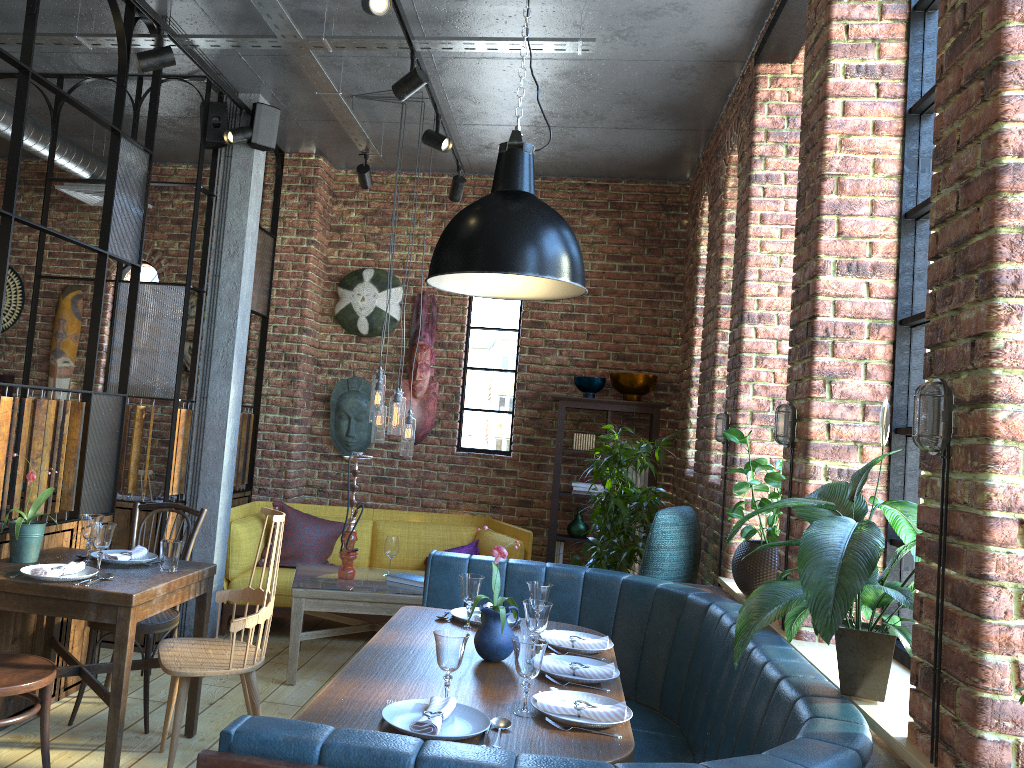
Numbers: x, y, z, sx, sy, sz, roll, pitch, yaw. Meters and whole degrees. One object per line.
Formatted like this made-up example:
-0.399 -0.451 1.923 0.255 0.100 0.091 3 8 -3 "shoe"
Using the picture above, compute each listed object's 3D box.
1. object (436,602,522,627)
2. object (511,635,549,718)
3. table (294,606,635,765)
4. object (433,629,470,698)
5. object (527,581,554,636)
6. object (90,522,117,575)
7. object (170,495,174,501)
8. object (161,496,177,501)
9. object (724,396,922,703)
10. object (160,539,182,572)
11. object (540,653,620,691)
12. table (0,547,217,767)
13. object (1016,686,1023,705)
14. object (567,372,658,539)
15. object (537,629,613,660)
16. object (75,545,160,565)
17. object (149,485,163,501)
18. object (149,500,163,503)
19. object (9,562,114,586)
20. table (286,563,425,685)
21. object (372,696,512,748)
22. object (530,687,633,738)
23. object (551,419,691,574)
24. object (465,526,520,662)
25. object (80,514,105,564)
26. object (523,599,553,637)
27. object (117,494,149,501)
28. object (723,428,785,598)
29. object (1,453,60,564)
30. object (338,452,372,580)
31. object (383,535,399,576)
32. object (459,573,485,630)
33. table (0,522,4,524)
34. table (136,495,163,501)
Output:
-0.122 0.890 3.409 0.331 0.051 0.264 4 -3 10 "object"
0.040 0.773 2.327 0.103 0.192 0.094 2 -5 36 "object"
-0.101 1.214 2.749 0.833 0.662 1.519 4 -3 5 "table"
-0.168 0.756 2.333 0.103 0.192 0.094 2 -5 36 "object"
0.096 0.825 3.215 0.103 0.192 0.094 2 -5 36 "object"
-1.582 0.634 3.390 0.094 0.192 0.103 7 -5 -36 "object"
-2.233 0.711 5.798 0.102 0.192 0.094 2 -4 27 "object"
-2.319 0.793 6.127 0.331 0.051 0.264 4 -3 10 "object"
0.871 0.388 2.249 0.615 0.752 0.724 4 -4 5 "object"
-1.383 0.695 3.564 0.084 0.120 0.084 5 -4 -4 "object"
0.201 0.881 2.763 0.274 0.051 0.319 4 -3 9 "object"
-1.699 1.091 3.479 0.760 0.728 0.740 4 -4 6 "table"
0.888 0.472 1.109 0.437 0.483 0.442 2 -4 28 "object"
0.643 0.802 6.104 0.612 1.763 0.325 4 -4 2 "object"
0.223 0.902 3.128 0.274 0.051 0.319 4 -3 9 "object"
-1.647 0.717 3.710 0.331 0.051 0.264 4 -3 10 "object"
-2.397 0.740 5.924 0.088 0.120 0.080 1 -5 38 "object"
-2.299 0.769 5.664 0.331 0.051 0.264 4 -3 10 "object"
-1.662 0.692 3.269 0.331 0.051 0.264 4 -3 10 "object"
-0.778 1.356 4.964 0.925 0.509 0.758 5 -3 -8 "table"
-0.169 0.819 2.166 0.331 0.051 0.264 4 -3 10 "object"
0.186 0.858 2.365 0.274 0.051 0.319 4 -3 9 "object"
0.636 0.974 5.245 0.710 1.530 0.877 5 -4 -15 "object"
-0.043 0.676 2.864 0.142 0.432 0.209 2 -4 24 "object"
-1.726 0.633 3.603 0.096 0.192 0.101 6 -4 -18 "object"
0.077 0.804 2.852 0.103 0.192 0.094 2 -5 36 "object"
-2.576 0.760 5.901 0.274 0.051 0.319 4 -3 9 "object"
1.029 0.519 3.476 0.402 0.664 0.490 2 -4 30 "object"
-1.925 0.497 3.541 0.145 0.427 0.198 1 -5 40 "object"
-0.897 0.734 4.912 0.169 0.705 0.260 4 -4 -3 "object"
-0.705 1.000 5.129 0.095 0.229 0.086 0 -6 44 "object"
-0.156 0.808 3.265 0.103 0.192 0.094 2 -5 36 "object"
-3.019 1.015 4.055 0.737 0.728 1.017 4 -3 6 "table"
-2.376 1.166 5.872 0.760 0.728 0.740 4 -4 6 "table"
